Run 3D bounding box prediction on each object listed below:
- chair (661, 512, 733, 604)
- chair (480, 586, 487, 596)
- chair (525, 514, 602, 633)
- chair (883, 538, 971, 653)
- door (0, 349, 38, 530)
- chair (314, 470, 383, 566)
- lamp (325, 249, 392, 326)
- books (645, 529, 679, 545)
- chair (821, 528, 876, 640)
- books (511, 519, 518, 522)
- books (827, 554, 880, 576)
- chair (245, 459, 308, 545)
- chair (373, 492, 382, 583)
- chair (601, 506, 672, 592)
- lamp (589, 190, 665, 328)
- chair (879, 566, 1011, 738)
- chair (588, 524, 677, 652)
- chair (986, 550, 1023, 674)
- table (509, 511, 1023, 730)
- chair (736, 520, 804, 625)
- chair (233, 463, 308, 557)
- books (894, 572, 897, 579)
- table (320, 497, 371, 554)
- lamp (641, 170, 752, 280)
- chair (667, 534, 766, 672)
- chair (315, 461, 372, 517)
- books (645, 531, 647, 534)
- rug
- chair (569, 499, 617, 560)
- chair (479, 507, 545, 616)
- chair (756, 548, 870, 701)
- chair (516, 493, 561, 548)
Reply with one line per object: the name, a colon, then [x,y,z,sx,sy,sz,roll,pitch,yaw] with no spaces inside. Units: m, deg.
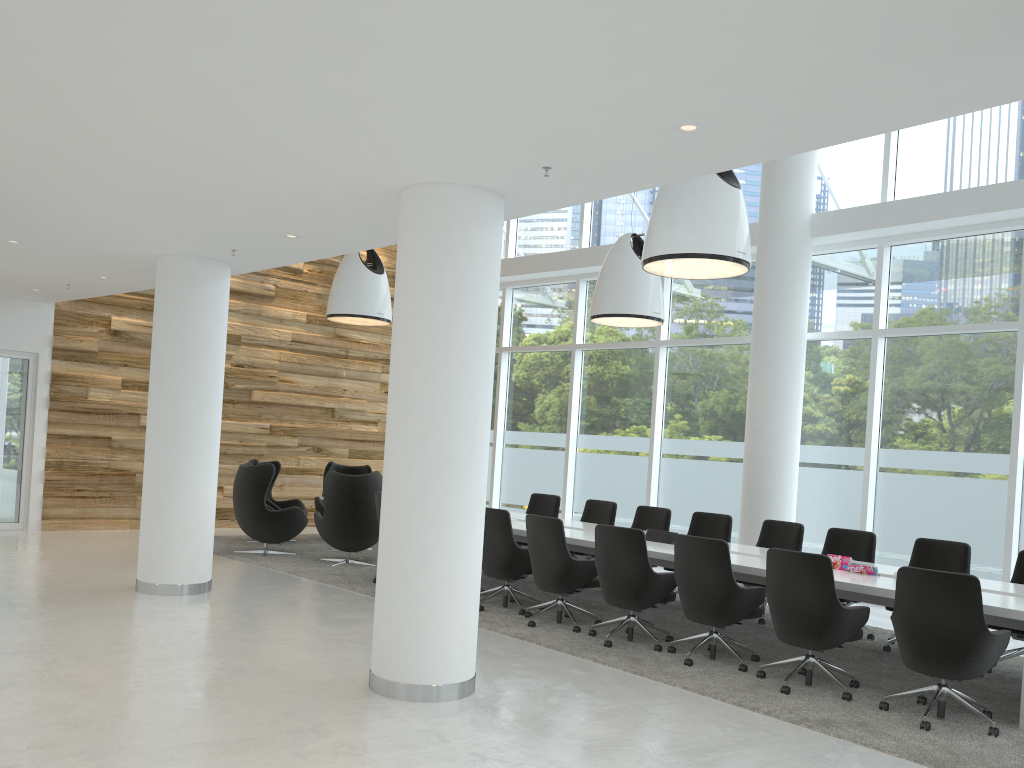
chair: [1.961,1.846,9.336,0.684,0.966,0.676,2,-2,41]
chair: [-0.614,1.659,9.001,0.676,0.966,0.684,5,-2,-44]
chair: [0.436,1.644,7.821,0.675,0.966,0.684,5,-2,-39]
chair: [3.566,1.828,7.601,0.676,0.966,0.684,5,-2,-44]
door: [-7.187,0.697,11.431,1.810,2.400,0.132,5,-1,-41]
chair: [-1.932,1.608,10.798,0.915,1.152,0.917,4,-2,-23]
lamp: [-1.939,-2.655,11.886,0.884,3.646,0.884,4,0,-5]
books: [1.398,1.518,8.480,0.139,0.229,0.356,5,-3,-44]
chair: [2.995,1.832,8.187,0.676,0.966,0.684,5,-2,-44]
books: [-0.103,1.467,9.592,0.225,0.026,0.263,6,-5,-34]
books: [2.695,1.527,7.061,0.231,0.275,0.597,4,-3,-23]
chair: [-3.293,1.623,12.263,0.916,1.152,0.915,3,-2,7]
chair: [-1.172,1.665,9.592,0.675,0.966,0.684,5,-2,-39]
chair: [1.394,1.842,9.811,0.676,0.966,0.684,5,-2,-44]
lamp: [1.461,-2.540,10.429,0.884,3.646,0.884,4,0,0]
chair: [2.714,1.633,5.559,0.684,0.966,0.676,2,-2,41]
chair: [0.991,1.641,7.266,0.684,0.966,0.676,2,-2,41]
chair: [4.124,1.822,7.010,0.675,0.966,0.684,5,-2,-39]
table: [1.476,1.862,8.313,1.505,0.739,6.546,7,-5,-43]
chair: [2.516,1.842,8.781,0.675,0.966,0.684,5,-2,-39]
chair: [-3.024,1.561,11.123,0.912,1.152,0.920,3,-2,37]
books: [2.990,1.528,6.659,0.144,0.226,0.203,5,-2,-44]
table: [-2.192,1.892,11.917,0.800,0.696,0.799,4,-2,-19]
lamp: [1.609,-2.752,7.228,0.884,3.646,0.884,4,0,2]
chair: [1.558,1.644,6.790,0.676,0.966,0.684,5,-2,-44]
chair: [-2.452,1.732,13.070,0.915,1.152,0.917,4,-2,-23]
books: [1.395,1.538,8.505,0.159,0.241,0.352,5,-3,-44]
rug: [1.109,2.220,8.453,3.951,0.010,13.427,7,-5,-43]
chair: [0.865,1.852,10.431,0.676,0.966,0.684,5,-2,-44]
chair: [-0.043,1.655,8.415,0.676,0.966,0.684,5,-2,-44]
chair: [2.087,1.635,6.170,0.676,0.966,0.684,5,-2,-44]
chair: [0.238,1.854,11.042,0.684,0.966,0.676,2,-2,41]
